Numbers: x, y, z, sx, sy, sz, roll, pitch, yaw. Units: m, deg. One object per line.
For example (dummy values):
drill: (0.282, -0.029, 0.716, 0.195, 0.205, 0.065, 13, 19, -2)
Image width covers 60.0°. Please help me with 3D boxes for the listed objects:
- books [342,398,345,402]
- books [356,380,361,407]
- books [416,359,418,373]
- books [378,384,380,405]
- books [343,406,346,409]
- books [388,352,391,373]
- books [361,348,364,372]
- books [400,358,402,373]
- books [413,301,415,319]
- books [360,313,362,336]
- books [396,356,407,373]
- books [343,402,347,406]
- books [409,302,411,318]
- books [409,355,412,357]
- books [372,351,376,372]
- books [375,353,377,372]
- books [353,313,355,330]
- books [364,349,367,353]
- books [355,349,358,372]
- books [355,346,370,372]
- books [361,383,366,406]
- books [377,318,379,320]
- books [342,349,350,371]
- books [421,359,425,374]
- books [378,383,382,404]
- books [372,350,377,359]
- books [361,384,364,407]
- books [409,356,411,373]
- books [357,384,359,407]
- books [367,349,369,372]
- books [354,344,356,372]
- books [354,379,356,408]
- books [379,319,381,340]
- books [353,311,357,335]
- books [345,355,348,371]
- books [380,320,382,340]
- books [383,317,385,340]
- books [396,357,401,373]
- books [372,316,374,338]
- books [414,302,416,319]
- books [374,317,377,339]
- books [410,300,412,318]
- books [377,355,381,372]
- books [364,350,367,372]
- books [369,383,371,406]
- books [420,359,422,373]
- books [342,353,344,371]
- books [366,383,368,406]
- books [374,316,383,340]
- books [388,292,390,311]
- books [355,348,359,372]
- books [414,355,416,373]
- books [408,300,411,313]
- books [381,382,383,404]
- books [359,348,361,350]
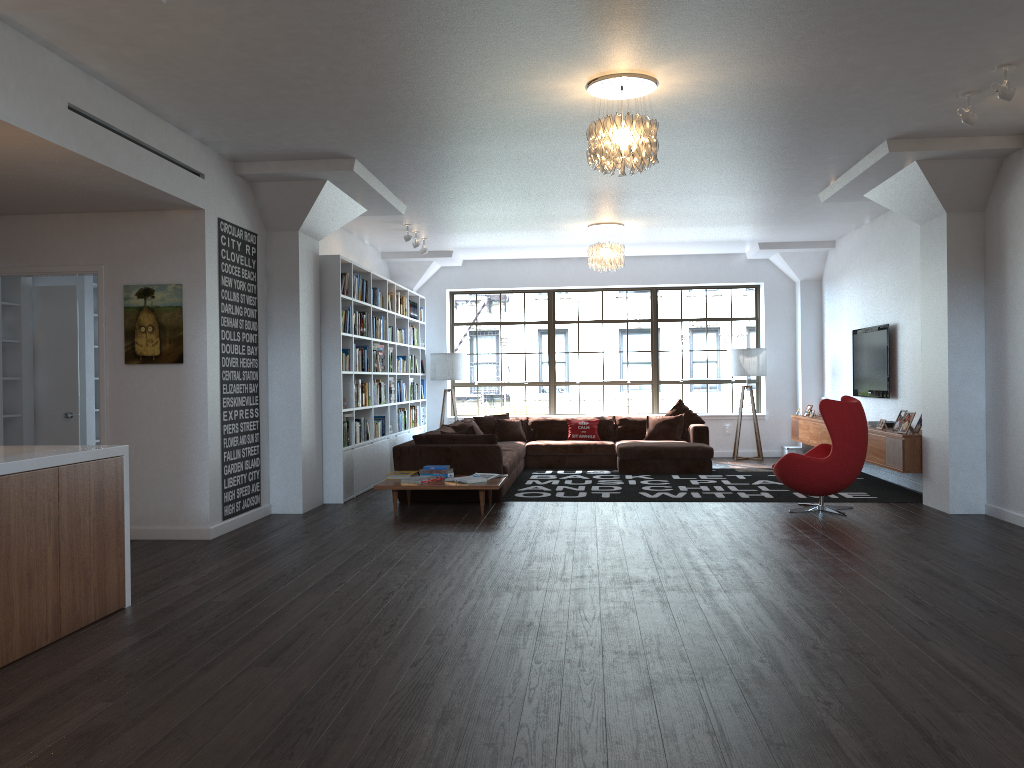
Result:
books: (-1.772, 0.164, 8.842, 0.174, 0.032, 0.254, -1, 0, 0)
books: (-1.698, 0.099, 9.436, 0.176, 0.290, 0.053, -1, 0, 5)
books: (-1.419, -0.250, 12.557, 0.161, 0.207, 0.135, -1, 0, 4)
books: (-1.621, 0.119, 10.274, 0.174, 0.240, 0.045, -1, 0, 4)
books: (-1.769, 0.231, 8.847, 0.197, 0.035, 0.284, -1, 0, -5)
books: (-1.570, -0.263, 10.826, 0.174, 0.251, 0.051, -1, 0, 5)
books: (-1.681, -0.256, 9.540, 0.182, 0.253, 0.034, -1, 0, 5)
books: (-1.503, -0.237, 11.491, 0.139, 0.191, 0.036, -1, 0, 5)
books: (-1.455, -1.024, 12.386, 0.183, 0.253, 0.042, -1, 0, 5)
books: (-1.703, -0.633, 9.523, 0.183, 0.253, 0.042, -1, 0, 5)
books: (-1.477, -0.259, 11.819, 0.140, 0.231, 0.042, -1, 0, 5)
books: (-1.769, 0.197, 8.847, 0.197, 0.033, 0.284, -1, 0, -20)
books: (-1.465, -1.007, 12.093, 0.161, 0.223, 0.032, -1, 0, 5)
books: (-1.464, -0.272, 12.174, 0.183, 0.253, 0.042, -1, 0, 5)
books: (-1.638, -0.253, 10.048, 0.174, 0.240, 0.054, -1, 0, 5)
books: (-1.627, -0.245, 10.123, 0.161, 0.223, 0.032, -1, 0, 5)
books: (-1.728, -0.622, 9.195, 0.174, 0.236, 0.142, -1, 0, 6)
books: (-1.674, -0.256, 9.680, 0.182, 0.253, 0.034, -1, 0, 5)
books: (-1.704, -0.247, 9.292, 0.174, 0.239, 0.045, -1, 0, 5)
books: (-1.666, -0.276, 9.776, 0.176, 0.294, 0.102, -1, 0, 5)
books: (-1.676, 0.116, 9.644, 0.183, 0.253, 0.034, -1, 0, 5)
books: (-1.627, -0.637, 10.297, 0.159, 0.250, 0.026, -1, 0, 5)
books: (-1.720, -0.241, 9.020, 0.140, 0.231, 0.042, -1, 0, 5)
books: (-1.384, -0.257, 12.973, 0.182, 0.215, 0.188, -1, 0, 5)
books: (-1.607, 0.112, 10.312, 0.183, 0.253, 0.034, -1, 0, 4)
books: (-1.638, -0.260, 10.161, 0.183, 0.253, 0.042, -1, 0, 5)
books: (-1.681, 0.120, 9.561, 0.171, 0.246, 0.057, -1, 0, 5)
books: (-1.463, -0.264, 12.061, 0.174, 0.240, 0.054, -1, 0, 5)
books: (-1.702, 0.121, 9.353, 0.171, 0.246, 0.057, -1, 0, 5)
books: (-1.661, -0.257, 9.713, 0.182, 0.253, 0.034, -1, 0, 5)
books: (-1.717, -0.272, 9.216, 0.176, 0.290, 0.053, -1, 0, 5)
books: (-1.695, 0.096, 9.216, 0.140, 0.298, 0.044, -1, 0, 5)
books: (-1.622, -0.635, 10.338, 0.170, 0.245, 0.057, -1, 0, 5)
books: (-1.720, -0.632, 9.284, 0.183, 0.253, 0.042, -1, 0, 5)
books: (-1.717, -0.208, 8.934, 0.120, 0.167, 0.020, -1, 0, 5)
books: (-1.614, -0.632, 10.389, 0.174, 0.239, 0.045, -1, 0, 5)
books: (-1.612, -0.655, 10.527, 0.197, 0.283, 0.065, -1, 0, 5)
books: (-1.511, -0.244, 11.451, 0.140, 0.206, 0.042, -1, 0, 5)
books: (-1.643, -0.637, 9.967, 0.182, 0.253, 0.034, -1, 0, 5)
books: (-1.447, -1.024, 12.473, 0.183, 0.253, 0.042, -1, 0, 5)
books: (-1.634, -0.638, 10.141, 0.182, 0.253, 0.034, -1, 0, 5)
books: (-1.474, -1.023, 12.212, 0.183, 0.253, 0.042, -1, 0, 5)
books: (-1.617, -0.237, 10.281, 0.161, 0.207, 0.135, -1, 0, 4)
books: (-1.671, -0.250, 9.640, 0.174, 0.239, 0.045, -1, 0, 5)
books: (-1.657, 0.114, 9.812, 0.183, 0.253, 0.034, -1, 0, 5)
books: (-1.400, -0.254, 12.884, 0.167, 0.210, 0.162, -1, 0, 5)
books: (-1.734, -0.213, 8.787, 0.128, 0.178, 0.022, -1, 0, 5)
books: (-1.669, 0.116, 9.676, 0.183, 0.253, 0.034, -1, 0, 5)
books: (-1.613, -0.658, 10.466, 0.176, 0.290, 0.053, -1, 0, 5)
books: (-1.586, -1.003, 10.832, 0.174, 0.236, 0.136, -1, 0, 4)
books: (-1.703, -0.251, 9.344, 0.170, 0.245, 0.057, -1, 0, 5)
books: (-1.439, -0.273, 12.411, 0.183, 0.253, 0.042, -1, 0, 5)
books: (-1.484, -1.022, 12.169, 0.183, 0.253, 0.042, -1, 0, 5)
books: (-1.608, 0.108, 10.395, 0.180, 0.259, 0.060, -1, 0, 4)
books: (-1.707, -0.255, 9.508, 0.182, 0.253, 0.034, -1, 0, 5)
